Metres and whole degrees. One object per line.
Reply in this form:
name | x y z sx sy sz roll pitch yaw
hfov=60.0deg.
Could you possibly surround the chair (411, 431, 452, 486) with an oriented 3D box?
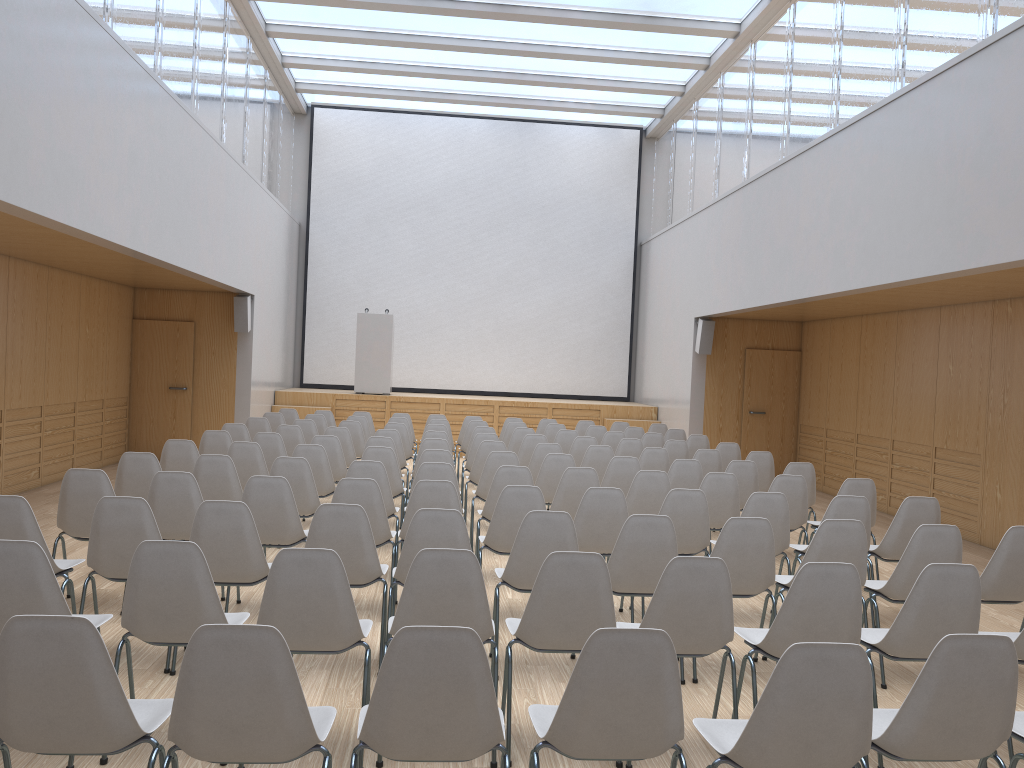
chair | -0.845 0.928 9.633 0.479 0.876 0.505 2 1 -5

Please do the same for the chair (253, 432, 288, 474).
chair | -2.313 0.883 8.522 0.479 0.876 0.505 2 1 -5

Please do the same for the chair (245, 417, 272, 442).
chair | -2.978 0.814 10.490 0.479 0.876 0.505 2 1 -5

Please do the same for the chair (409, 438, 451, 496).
chair | -0.767 0.950 8.684 0.479 0.876 0.505 2 1 -5

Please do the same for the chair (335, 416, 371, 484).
chair | -2.009 0.838 11.518 0.479 0.876 0.505 2 1 -5

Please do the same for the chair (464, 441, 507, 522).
chair | -0.222 0.974 8.721 0.479 0.876 0.505 2 1 -5

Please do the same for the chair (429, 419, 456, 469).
chair | -0.968 0.884 11.608 0.479 0.876 0.505 2 1 -5

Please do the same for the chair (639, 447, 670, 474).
chair | 1.342 1.044 8.797 0.479 0.876 0.505 2 1 -5

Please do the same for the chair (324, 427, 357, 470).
chair | -1.873 0.883 9.564 0.479 0.876 0.505 2 1 -5

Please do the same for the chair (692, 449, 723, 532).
chair | 1.874 1.066 8.902 0.479 0.876 0.505 2 1 -5

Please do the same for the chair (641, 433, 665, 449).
chair | 1.660 1.017 10.900 0.479 0.876 0.505 2 1 -5

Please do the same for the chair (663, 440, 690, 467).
chair | 1.751 1.041 9.905 0.479 0.876 0.505 2 1 -5

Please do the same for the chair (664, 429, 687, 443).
chair | 2.113 1.019 11.874 0.479 0.876 0.505 2 1 -5

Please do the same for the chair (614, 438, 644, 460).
chair | 1.247 1.020 9.814 0.479 0.876 0.505 2 1 -5

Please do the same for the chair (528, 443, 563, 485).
chair | 0.313 0.998 8.749 0.479 0.876 0.505 2 1 -5

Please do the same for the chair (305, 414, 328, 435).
chair | -2.538 0.814 11.513 0.479 0.876 0.505 2 1 -5

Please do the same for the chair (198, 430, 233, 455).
chair | -2.790 0.862 8.509 0.479 0.876 0.505 2 1 -5

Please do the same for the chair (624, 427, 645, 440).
chair | 1.572 0.994 11.886 0.479 0.876 0.505 2 1 -5

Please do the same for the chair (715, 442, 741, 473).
chair | 2.312 1.067 9.885 0.479 0.876 0.505 2 1 -5

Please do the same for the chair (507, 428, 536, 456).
chair | 0.109 0.949 10.757 0.479 0.876 0.505 2 1 -5

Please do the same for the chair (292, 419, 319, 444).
chair | -2.435 0.839 10.478 0.479 0.876 0.505 2 1 -5

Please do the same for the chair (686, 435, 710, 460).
chair | 2.202 1.041 10.919 0.479 0.876 0.505 2 1 -5

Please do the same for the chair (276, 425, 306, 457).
chair | -2.372 0.861 9.539 0.479 0.876 0.505 2 1 -5

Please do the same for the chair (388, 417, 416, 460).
chair | -1.495 0.860 11.622 0.479 0.876 0.505 2 1 -5

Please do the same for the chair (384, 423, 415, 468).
chair | -1.394 0.884 10.589 0.479 0.876 0.505 2 1 -5

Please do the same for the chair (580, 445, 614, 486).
chair | 0.808 1.020 8.772 0.479 0.876 0.505 2 1 -5

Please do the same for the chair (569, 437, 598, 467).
chair | 0.754 0.998 9.791 0.479 0.876 0.505 2 1 -5

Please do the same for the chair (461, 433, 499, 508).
chair | -0.307 0.952 9.658 0.479 0.876 0.505 2 1 -5

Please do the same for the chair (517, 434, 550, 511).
chair | 0.214 0.974 9.772 0.479 0.876 0.505 2 1 -5

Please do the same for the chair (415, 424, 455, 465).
chair | -0.924 0.905 10.649 0.479 0.876 0.505 2 1 -5

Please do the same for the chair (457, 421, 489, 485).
chair | -0.473 0.905 11.691 0.479 0.876 0.505 2 1 -5

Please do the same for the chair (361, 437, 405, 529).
chair | -1.279 0.929 8.612 0.479 0.876 0.505 2 1 -5

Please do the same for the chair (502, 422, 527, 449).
chair | 0.028 0.926 11.763 0.479 0.876 0.505 2 1 -5

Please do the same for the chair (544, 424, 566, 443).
chair | 0.537 0.949 11.779 0.479 0.876 0.505 2 1 -5

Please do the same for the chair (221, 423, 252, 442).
chair | -2.910 0.838 9.434 0.479 0.876 0.505 2 1 -5

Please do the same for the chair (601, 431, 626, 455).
chair | 1.191 0.997 10.832 0.479 0.876 0.505 2 1 -5

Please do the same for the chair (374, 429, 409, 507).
chair | -1.347 0.907 9.569 0.479 0.876 0.505 2 1 -5

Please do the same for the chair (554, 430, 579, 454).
chair | 0.622 0.973 10.742 0.479 0.876 0.505 2 1 -5

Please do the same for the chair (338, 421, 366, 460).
chair | -1.925 0.860 10.591 0.479 0.876 0.505 2 1 -5

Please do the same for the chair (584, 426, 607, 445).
chair | 1.070 0.973 11.784 0.479 0.876 0.505 2 1 -5

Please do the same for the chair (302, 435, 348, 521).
chair | -1.768 0.909 8.488 0.479 0.876 0.505 2 1 -5

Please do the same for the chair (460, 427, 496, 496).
chair | -0.358 0.931 10.616 0.479 0.876 0.505 2 1 -5
